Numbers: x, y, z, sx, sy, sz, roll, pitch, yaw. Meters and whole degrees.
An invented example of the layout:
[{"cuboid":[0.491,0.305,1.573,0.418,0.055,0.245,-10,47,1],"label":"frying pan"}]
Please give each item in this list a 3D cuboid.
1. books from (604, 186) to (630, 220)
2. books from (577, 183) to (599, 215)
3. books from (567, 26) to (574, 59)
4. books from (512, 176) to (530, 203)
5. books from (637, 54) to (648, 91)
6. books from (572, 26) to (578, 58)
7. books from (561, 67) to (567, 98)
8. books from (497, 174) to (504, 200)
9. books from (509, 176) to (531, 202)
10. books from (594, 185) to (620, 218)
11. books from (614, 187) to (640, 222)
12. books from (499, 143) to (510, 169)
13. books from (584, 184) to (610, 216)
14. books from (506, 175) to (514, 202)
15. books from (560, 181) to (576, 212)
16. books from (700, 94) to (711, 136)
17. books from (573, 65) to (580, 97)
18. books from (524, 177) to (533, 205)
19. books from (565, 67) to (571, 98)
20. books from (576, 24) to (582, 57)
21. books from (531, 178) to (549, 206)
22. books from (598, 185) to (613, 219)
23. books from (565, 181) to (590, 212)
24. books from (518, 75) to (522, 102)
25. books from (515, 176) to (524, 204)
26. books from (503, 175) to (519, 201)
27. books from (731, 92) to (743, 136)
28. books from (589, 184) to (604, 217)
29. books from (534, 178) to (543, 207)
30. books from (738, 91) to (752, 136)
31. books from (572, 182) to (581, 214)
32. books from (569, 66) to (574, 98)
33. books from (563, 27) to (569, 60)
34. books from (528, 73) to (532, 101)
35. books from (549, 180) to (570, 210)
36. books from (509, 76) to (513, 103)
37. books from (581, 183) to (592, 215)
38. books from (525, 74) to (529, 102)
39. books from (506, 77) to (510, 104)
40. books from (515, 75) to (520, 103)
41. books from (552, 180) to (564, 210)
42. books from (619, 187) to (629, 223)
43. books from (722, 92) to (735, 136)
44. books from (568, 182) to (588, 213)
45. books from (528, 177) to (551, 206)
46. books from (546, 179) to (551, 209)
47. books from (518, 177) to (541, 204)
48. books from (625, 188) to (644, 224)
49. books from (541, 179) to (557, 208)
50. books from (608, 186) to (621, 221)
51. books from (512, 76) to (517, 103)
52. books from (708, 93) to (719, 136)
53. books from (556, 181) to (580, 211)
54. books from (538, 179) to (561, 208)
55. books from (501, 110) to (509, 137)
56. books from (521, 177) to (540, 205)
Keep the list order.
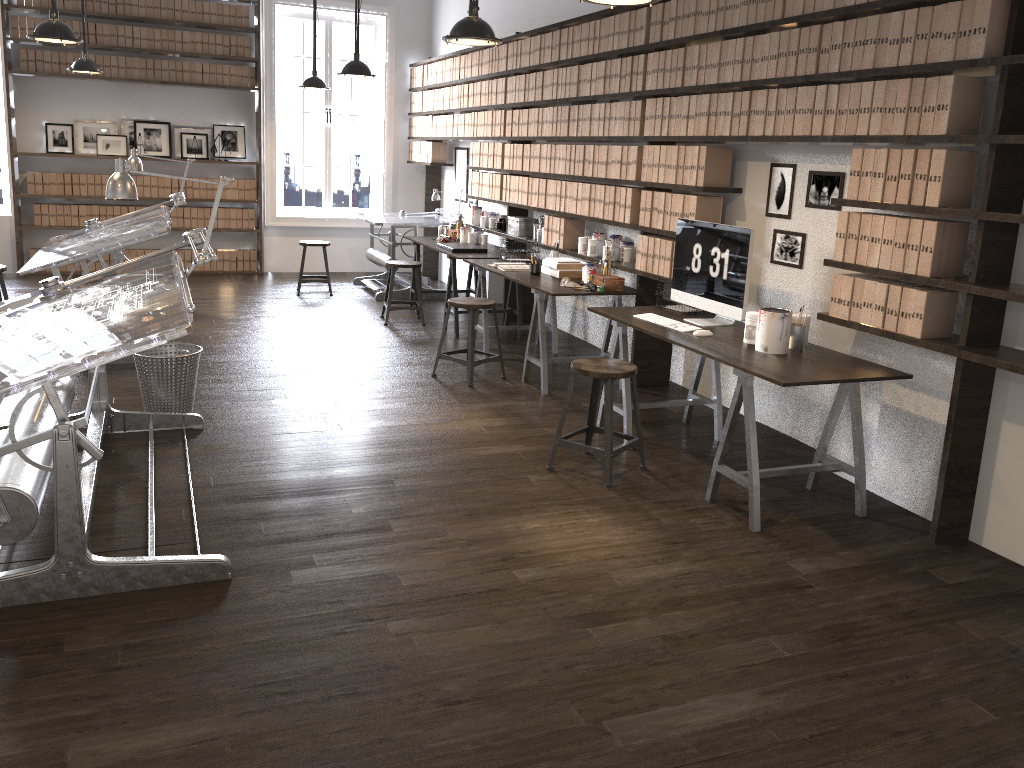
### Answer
[{"cuboid":[0.717,-1.223,5.985,0.174,0.223,0.067,-2,13,-22],"label":"books"},{"cuboid":[0.562,-1.326,6.356,0.174,0.223,0.067,-2,13,-22],"label":"books"},{"cuboid":[0.498,-2.463,6.420,0.174,0.223,0.067,-2,13,-22],"label":"books"},{"cuboid":[0.098,-1.643,7.495,0.174,0.223,0.067,-2,13,-22],"label":"books"},{"cuboid":[0.877,-1.930,5.522,0.174,0.223,0.067,-2,13,-22],"label":"books"},{"cuboid":[0.527,-2.446,6.359,0.174,0.223,0.067,-2,13,-22],"label":"books"},{"cuboid":[0.459,-2.211,6.535,0.174,0.223,0.067,-2,13,-22],"label":"books"},{"cuboid":[-0.034,-1.730,7.806,0.174,0.223,0.067,-2,13,-22],"label":"books"},{"cuboid":[0.073,-1.661,7.559,0.174,0.223,0.067,-2,13,-22],"label":"books"},{"cuboid":[0.664,-1.259,6.114,0.174,0.223,0.067,-2,13,-22],"label":"books"},{"cuboid":[0.773,-1.186,5.850,0.174,0.223,0.067,-2,13,-22],"label":"books"},{"cuboid":[-0.021,-1.991,7.748,0.174,0.223,0.067,-2,13,-22],"label":"books"},{"cuboid":[0.608,-1.293,6.237,0.174,0.223,0.067,-2,13,-22],"label":"books"},{"cuboid":[0.044,-1.678,7.621,0.174,0.223,0.067,-2,13,-22],"label":"books"},{"cuboid":[0.458,-1.397,6.611,0.174,0.223,0.067,-2,13,-22],"label":"books"},{"cuboid":[1.138,-1.480,4.895,0.174,0.223,0.067,-2,13,-22],"label":"books"},{"cuboid":[0.533,-2.160,6.351,0.174,0.223,0.067,-2,13,-22],"label":"books"},{"cuboid":[0.194,-1.574,7.247,0.174,0.223,0.067,-2,13,-22],"label":"books"},{"cuboid":[0.487,-2.193,6.470,0.174,0.223,0.067,-2,13,-22],"label":"books"},{"cuboid":[0.551,-2.428,6.295,0.174,0.223,0.067,-2,13,-22],"label":"books"},{"cuboid":[0.251,-1.540,7.124,0.174,0.223,0.067,-2,13,-22],"label":"books"},{"cuboid":[0.687,-1.241,6.048,0.174,0.223,0.067,-2,13,-22],"label":"books"},{"cuboid":[0.487,-1.380,6.550,0.174,0.223,0.067,-2,13,-22],"label":"books"},{"cuboid":[0.149,-2.424,7.301,0.174,0.223,0.067,-2,13,-22],"label":"books"},{"cuboid":[0.120,-1.625,7.430,0.174,0.223,0.067,-2,13,-22],"label":"books"},{"cuboid":[0.014,-1.696,7.686,0.174,0.223,0.067,-2,13,-22],"label":"books"},{"cuboid":[1.248,-1.410,4.643,0.174,0.223,0.067,-2,13,-22],"label":"books"},{"cuboid":[0.638,-1.277,6.178,0.174,0.223,0.067,-2,13,-22],"label":"books"},{"cuboid":[0.273,-1.522,7.058,0.174,0.223,0.067,-2,13,-22],"label":"books"},{"cuboid":[1.271,-1.391,4.573,0.174,0.223,0.067,-2,13,-22],"label":"books"},{"cuboid":[0.534,-1.344,6.420,0.174,0.223,0.067,-2,13,-22],"label":"books"},{"cuboid":[0.512,-2.178,6.413,0.174,0.223,0.067,-2,13,-22],"label":"books"},{"cuboid":[0.468,-2.481,6.485,0.174,0.223,0.067,-2,13,-22],"label":"books"},{"cuboid":[0.226,-2.373,7.115,0.174,0.223,0.067,-2,13,-22],"label":"books"},{"cuboid":[0.381,-1.450,6.800,0.174,0.223,0.067,-2,13,-22],"label":"books"},{"cuboid":[0.073,-2.476,7.487,0.174,0.223,0.067,-2,13,-22],"label":"books"},{"cuboid":[0.587,-1.311,6.299,0.174,0.223,0.067,-2,13,-22],"label":"books"},{"cuboid":[0.200,-2.390,7.179,0.174,0.223,0.067,-2,13,-22],"label":"books"},{"cuboid":[0.049,-2.494,7.551,0.174,0.223,0.067,-2,13,-22],"label":"books"},{"cuboid":[0.124,-2.440,7.357,0.174,0.223,0.067,-2,13,-22],"label":"books"},{"cuboid":[0.401,-1.434,6.741,0.174,0.223,0.067,-2,13,-22],"label":"books"},{"cuboid":[0.796,-1.166,5.780,0.174,0.223,0.067,-2,13,-22],"label":"books"},{"cuboid":[1.217,-1.428,4.706,0.174,0.223,0.067,-2,13,-22],"label":"books"},{"cuboid":[0.511,-1.362,6.486,0.174,0.223,0.067,-2,13,-22],"label":"books"},{"cuboid":[0.224,-1.558,7.188,0.174,0.223,0.067,-2,13,-22],"label":"books"},{"cuboid":[0.359,-1.466,6.860,0.174,0.223,0.067,-2,13,-22],"label":"books"},{"cuboid":[0.149,-1.607,7.365,0.174,0.223,0.067,-2,13,-22],"label":"books"},{"cuboid":[0.827,-1.147,5.710,0.174,0.223,0.067,-2,13,-22],"label":"books"},{"cuboid":[0.327,-1.485,6.925,0.174,0.223,0.067,-2,13,-22],"label":"books"},{"cuboid":[0.740,-1.204,5.915,0.174,0.223,0.067,-2,13,-22],"label":"books"},{"cuboid":[0.095,-2.458,7.422,0.174,0.223,0.067,-2,13,-22],"label":"books"},{"cuboid":[1.169,-1.464,4.836,0.174,0.223,0.067,-2,13,-22],"label":"books"},{"cuboid":[0.428,-1.415,6.676,0.174,0.223,0.067,-2,13,-22],"label":"books"},{"cuboid":[0.304,-1.504,6.995,0.174,0.223,0.067,-2,13,-22],"label":"books"},{"cuboid":[-0.002,-2.260,7.697,0.174,0.223,0.067,-2,13,-22],"label":"books"},{"cuboid":[0.174,-1.591,7.309,0.174,0.223,0.067,-2,13,-22],"label":"books"}]
